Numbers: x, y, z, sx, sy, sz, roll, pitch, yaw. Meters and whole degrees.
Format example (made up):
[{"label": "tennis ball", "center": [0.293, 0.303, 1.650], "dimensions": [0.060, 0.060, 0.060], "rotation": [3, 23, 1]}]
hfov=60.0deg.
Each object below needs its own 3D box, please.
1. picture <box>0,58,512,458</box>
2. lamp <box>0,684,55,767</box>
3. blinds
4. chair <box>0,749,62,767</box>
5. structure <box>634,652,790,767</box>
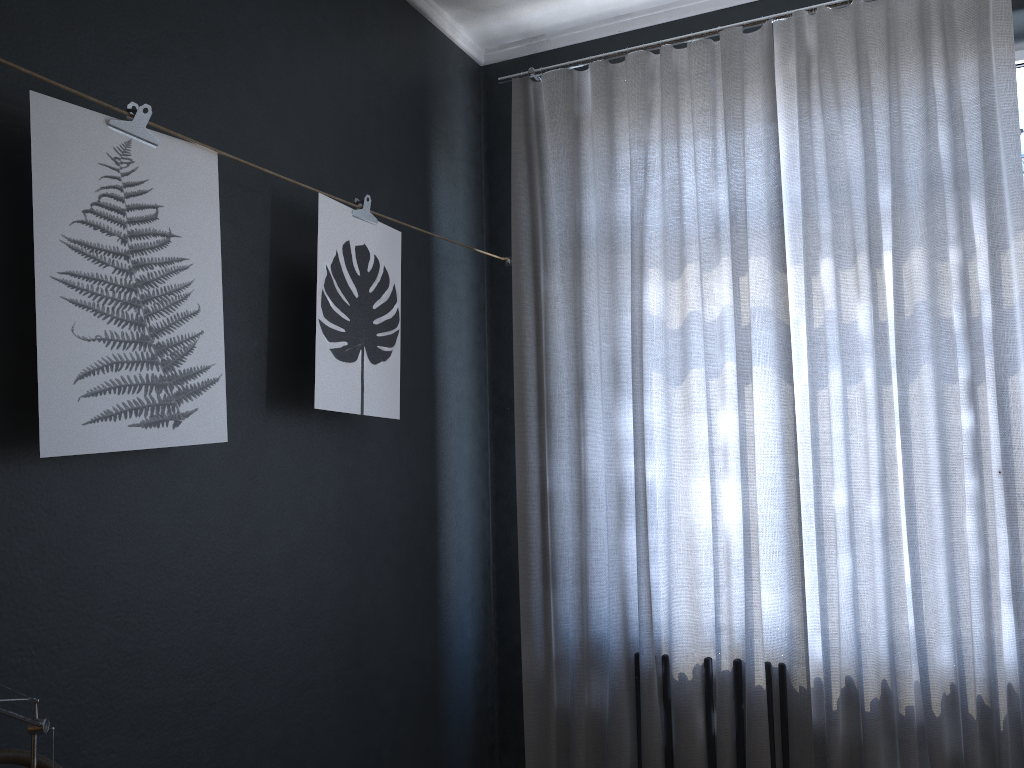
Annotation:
[{"label": "picture", "center": [-0.939, -0.275, 1.349], "dimensions": [0.058, 0.770, 4.461], "rotation": [-3, -6, 25]}, {"label": "lamp", "center": [-0.702, 0.834, 1.190], "dimensions": [0.242, 1.068, 0.801], "rotation": [0, -5, -20]}, {"label": "blinds", "center": [1.820, 0.145, 2.366], "dimensions": [3.994, 2.785, 0.312], "rotation": [-4, -5, 25]}, {"label": "chair", "center": [-0.626, 1.043, 1.300], "dimensions": [0.549, 0.919, 0.438], "rotation": [-3, -5, 22]}, {"label": "structure", "center": [1.241, 1.143, 2.639], "dimensions": [1.847, 0.599, 0.216], "rotation": [-4, -5, 25]}]
